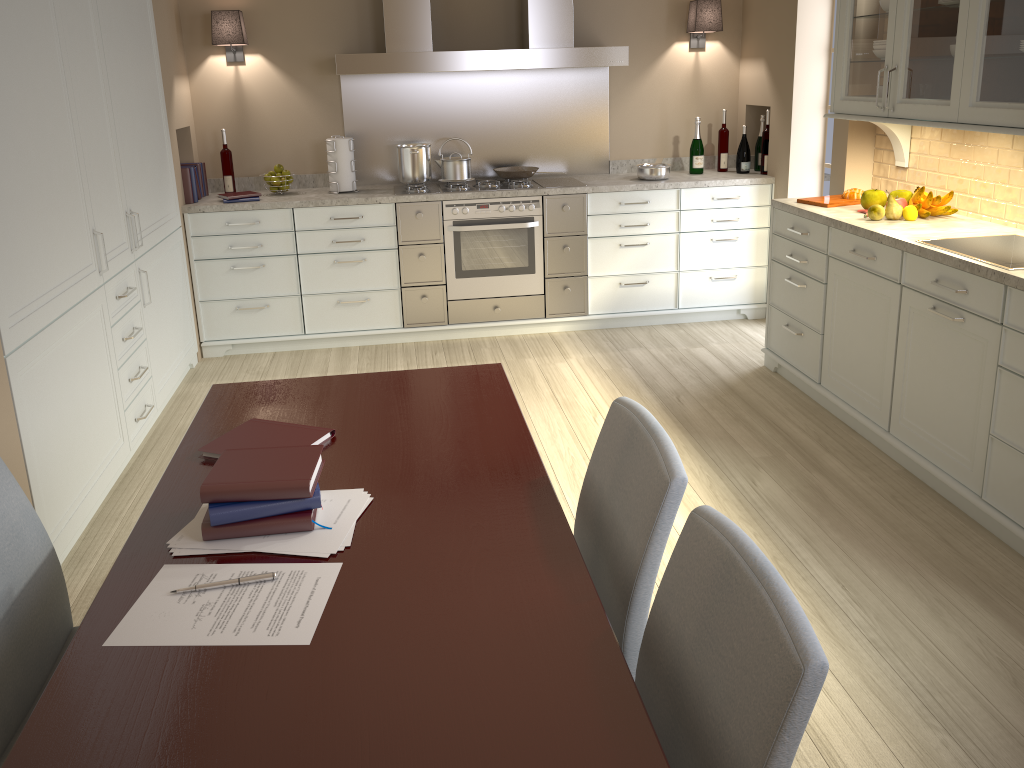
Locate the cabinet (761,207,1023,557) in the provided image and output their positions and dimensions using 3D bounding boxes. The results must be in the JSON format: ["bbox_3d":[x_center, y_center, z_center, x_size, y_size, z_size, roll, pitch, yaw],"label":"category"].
[{"bbox_3d":[1.681,-0.126,3.238,0.638,0.777,2.265,-4,19,-7],"label":"cabinet"}]

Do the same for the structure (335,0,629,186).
[{"bbox_3d":[-0.176,-1.912,4.837,1.559,1.646,0.456,-4,16,-7],"label":"structure"}]

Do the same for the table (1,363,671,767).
[{"bbox_3d":[-0.265,0.584,1.570,0.751,0.666,1.795,-4,19,-7],"label":"table"}]

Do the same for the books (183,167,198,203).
[{"bbox_3d":[-1.743,-1.042,4.642,0.164,0.179,0.033,-4,16,-7],"label":"books"}]

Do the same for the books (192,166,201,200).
[{"bbox_3d":[-1.764,-1.072,4.732,0.166,0.179,0.093,-3,17,-4],"label":"books"}]

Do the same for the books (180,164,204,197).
[{"bbox_3d":[-1.784,-1.113,4.850,0.164,0.179,0.033,-4,16,-7],"label":"books"}]

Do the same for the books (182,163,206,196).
[{"bbox_3d":[-1.786,-1.125,4.881,0.164,0.179,0.033,-4,16,-7],"label":"books"}]

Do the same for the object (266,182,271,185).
[{"bbox_3d":[-1.338,-1.127,4.903,0.054,0.054,0.054,-18,23,-40],"label":"object"}]

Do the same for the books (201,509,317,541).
[{"bbox_3d":[-0.439,0.218,1.563,0.183,0.032,0.168,-4,19,-7],"label":"books"}]

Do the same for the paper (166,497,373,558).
[{"bbox_3d":[-0.417,0.238,1.553,0.290,0.001,0.214,2,20,12],"label":"paper"}]

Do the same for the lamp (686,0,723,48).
[{"bbox_3d":[1.108,-2.083,5.117,0.170,0.253,0.196,-4,17,-7],"label":"lamp"}]

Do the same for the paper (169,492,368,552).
[{"bbox_3d":[-0.417,0.239,1.553,0.290,0.001,0.215,-1,19,2],"label":"paper"}]

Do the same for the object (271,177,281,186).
[{"bbox_3d":[-1.291,-1.109,4.838,0.058,0.057,0.059,-16,23,-38],"label":"object"}]

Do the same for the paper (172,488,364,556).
[{"bbox_3d":[-0.417,0.239,1.553,0.290,0.001,0.215,-3,19,-2],"label":"paper"}]

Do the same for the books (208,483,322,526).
[{"bbox_3d":[-0.436,0.187,1.555,0.183,0.032,0.167,-8,20,-17],"label":"books"}]

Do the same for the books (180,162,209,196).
[{"bbox_3d":[-1.780,-1.134,4.913,0.164,0.179,0.033,-4,16,-7],"label":"books"}]

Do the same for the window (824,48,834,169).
[{"bbox_3d":[1.701,-1.378,4.480,0.010,1.175,0.417,-4,16,-7],"label":"window"}]

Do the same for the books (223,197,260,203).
[{"bbox_3d":[-1.437,-0.983,4.694,0.183,0.017,0.167,-8,20,-17],"label":"books"}]

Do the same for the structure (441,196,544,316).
[{"bbox_3d":[-0.129,-0.781,5.083,0.541,0.682,0.591,-4,17,-7],"label":"structure"}]

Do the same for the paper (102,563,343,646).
[{"bbox_3d":[-0.419,0.324,1.318,0.290,0.001,0.215,-1,19,2],"label":"paper"}]

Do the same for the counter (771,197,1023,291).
[{"bbox_3d":[1.626,-0.506,3.135,0.523,0.034,2.243,-4,20,-7],"label":"counter"}]

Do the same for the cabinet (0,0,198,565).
[{"bbox_3d":[-1.774,-0.837,3.298,0.612,2.293,2.390,-4,18,-7],"label":"cabinet"}]

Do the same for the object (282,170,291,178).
[{"bbox_3d":[-1.237,-1.152,4.848,0.047,0.044,0.048,-4,18,-7],"label":"object"}]

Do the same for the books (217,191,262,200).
[{"bbox_3d":[-1.449,-1.003,4.701,0.184,0.017,0.166,-16,24,-35],"label":"books"}]

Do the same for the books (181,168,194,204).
[{"bbox_3d":[-1.755,-1.029,4.610,0.164,0.179,0.033,-4,16,-7],"label":"books"}]

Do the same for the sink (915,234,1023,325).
[{"bbox_3d":[1.629,-0.238,2.921,0.380,0.407,0.494,-4,18,-7],"label":"sink"}]

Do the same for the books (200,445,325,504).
[{"bbox_3d":[-0.431,0.156,1.548,0.183,0.032,0.168,-3,19,-2],"label":"books"}]

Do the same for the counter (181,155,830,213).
[{"bbox_3d":[-0.142,-1.148,5.002,3.847,0.112,0.590,-4,19,-7],"label":"counter"}]

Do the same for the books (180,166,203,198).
[{"bbox_3d":[-1.768,-1.084,4.763,0.164,0.178,0.093,-4,17,-7],"label":"books"}]

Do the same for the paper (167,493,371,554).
[{"bbox_3d":[-0.417,0.238,1.553,0.290,0.001,0.215,1,20,7],"label":"paper"}]

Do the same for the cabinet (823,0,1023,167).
[{"bbox_3d":[1.649,-1.202,2.963,0.411,1.090,1.968,-4,19,-7],"label":"cabinet"}]

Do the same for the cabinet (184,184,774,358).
[{"bbox_3d":[-0.137,-0.733,5.130,3.207,0.778,0.655,-4,17,-7],"label":"cabinet"}]

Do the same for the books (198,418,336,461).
[{"bbox_3d":[-0.517,0.123,1.874,0.215,0.017,0.197,6,21,21],"label":"books"}]

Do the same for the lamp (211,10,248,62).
[{"bbox_3d":[-1.523,-1.878,4.779,0.170,0.253,0.196,-4,17,-7],"label":"lamp"}]

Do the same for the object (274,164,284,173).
[{"bbox_3d":[-1.286,-1.186,4.878,0.055,0.055,0.056,-4,18,-7],"label":"object"}]

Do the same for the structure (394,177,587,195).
[{"bbox_3d":[-0.133,-1.122,4.949,1.049,0.031,0.406,-4,20,-7],"label":"structure"}]
